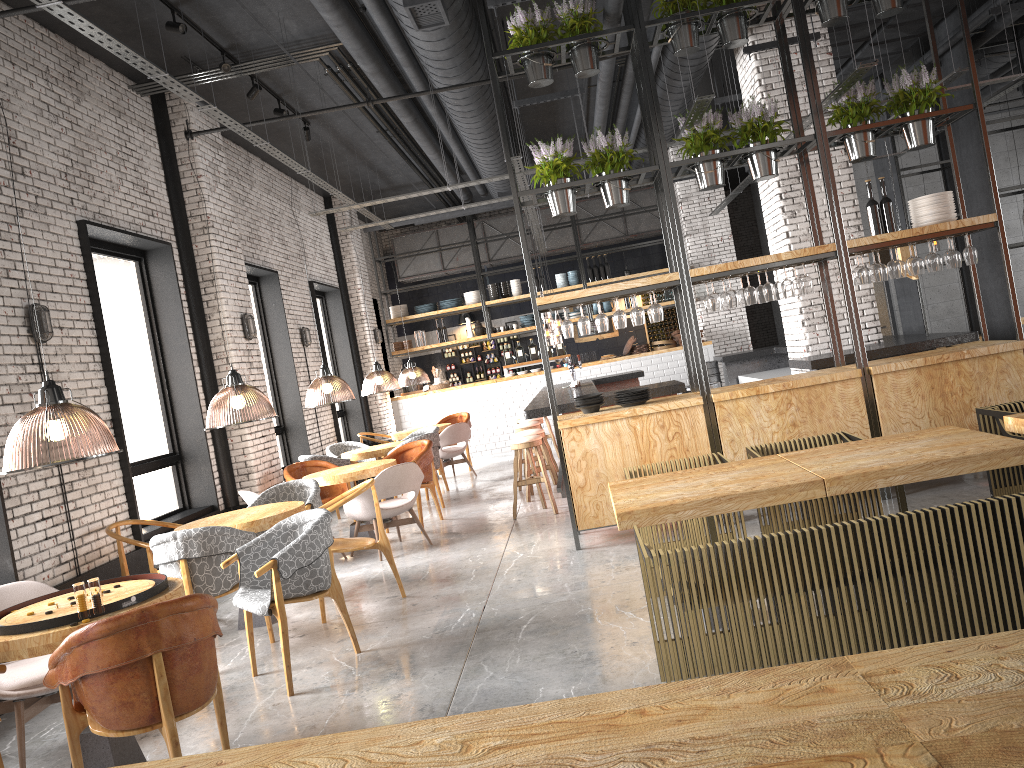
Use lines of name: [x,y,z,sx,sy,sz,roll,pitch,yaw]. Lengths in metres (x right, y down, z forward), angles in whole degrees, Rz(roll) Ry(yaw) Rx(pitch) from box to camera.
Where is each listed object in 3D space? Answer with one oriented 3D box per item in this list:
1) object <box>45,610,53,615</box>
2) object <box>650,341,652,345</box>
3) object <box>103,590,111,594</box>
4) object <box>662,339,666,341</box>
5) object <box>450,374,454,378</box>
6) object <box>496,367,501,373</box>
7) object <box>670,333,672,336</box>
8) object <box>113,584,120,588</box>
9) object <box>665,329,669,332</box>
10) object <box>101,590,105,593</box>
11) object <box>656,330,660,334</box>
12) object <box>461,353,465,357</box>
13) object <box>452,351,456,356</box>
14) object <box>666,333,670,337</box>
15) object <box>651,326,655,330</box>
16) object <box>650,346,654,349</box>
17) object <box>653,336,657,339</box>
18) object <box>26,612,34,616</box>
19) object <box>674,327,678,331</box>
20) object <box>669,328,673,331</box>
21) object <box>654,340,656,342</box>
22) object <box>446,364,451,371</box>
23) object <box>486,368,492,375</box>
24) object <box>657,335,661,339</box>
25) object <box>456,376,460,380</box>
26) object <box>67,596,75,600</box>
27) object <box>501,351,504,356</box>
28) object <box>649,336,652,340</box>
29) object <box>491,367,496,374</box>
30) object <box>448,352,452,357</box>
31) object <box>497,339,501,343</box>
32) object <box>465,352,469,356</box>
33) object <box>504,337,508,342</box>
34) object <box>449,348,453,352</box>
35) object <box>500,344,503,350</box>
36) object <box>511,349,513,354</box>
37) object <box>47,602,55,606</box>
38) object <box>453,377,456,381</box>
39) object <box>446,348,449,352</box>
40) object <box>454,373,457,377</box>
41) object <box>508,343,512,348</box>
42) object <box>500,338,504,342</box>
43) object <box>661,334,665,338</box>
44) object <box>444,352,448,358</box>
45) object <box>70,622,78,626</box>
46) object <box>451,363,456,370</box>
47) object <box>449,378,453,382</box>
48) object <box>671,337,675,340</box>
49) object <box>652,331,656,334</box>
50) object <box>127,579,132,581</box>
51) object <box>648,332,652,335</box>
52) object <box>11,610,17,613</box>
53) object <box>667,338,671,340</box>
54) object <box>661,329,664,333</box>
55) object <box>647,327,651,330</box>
object: [-2.066,1.020,3.956,0.032,0.010,0.032,-11,2,-35]
object: [3.037,-0.892,19.288,0.079,0.079,0.281,-10,1,4]
object: [-1.926,0.988,4.217,0.032,0.010,0.032,-11,2,-35]
object: [3.314,-0.941,19.248,0.079,0.079,0.281,-10,1,4]
object: [-1.331,-0.188,19.705,0.070,0.083,0.071,-10,1,29]
object: [-0.304,-0.315,19.650,0.100,0.139,0.088,-10,1,5]
object: [3.483,-1.078,19.253,0.079,0.079,0.281,-10,1,4]
object: [-1.923,0.985,4.316,0.032,0.010,0.032,-11,2,-35]
object: [3.371,-1.165,19.259,0.079,0.079,0.281,-10,1,4]
object: [-1.960,0.994,4.232,0.032,0.010,0.032,-11,2,-35]
object: [3.186,-1.132,19.273,0.079,0.079,0.281,-10,1,4]
object: [-1.092,-0.650,19.676,0.070,0.083,0.071,-10,1,29]
object: [-1.297,-0.672,19.692,0.076,0.111,0.076,-10,1,-1]
object: [3.389,-1.061,19.251,0.079,0.079,0.281,-10,1,4]
object: [3.074,-1.219,19.280,0.079,0.079,0.284,-10,1,4]
object: [3.057,-0.789,19.304,0.079,0.079,0.281,-10,1,4]
object: [3.110,-1.011,19.257,0.079,0.079,0.281,-10,1,4]
object: [-2.177,1.038,4.007,0.032,0.010,0.032,-11,2,-35]
object: [3.557,-1.198,19.246,0.079,0.079,0.281,-10,1,4]
object: [3.465,-1.182,19.268,0.079,0.079,0.281,-10,1,4]
object: [3.131,-0.909,19.301,0.079,0.079,0.281,-10,1,4]
object: [-1.412,-0.368,19.727,0.100,0.139,0.088,-10,1,5]
object: [-0.512,-0.278,19.665,0.100,0.139,0.088,-10,1,5]
object: [3.205,-1.029,19.289,0.079,0.079,0.281,-10,1,4]
object: [-1.203,-0.126,19.692,0.070,0.083,0.071,-10,1,29]
object: [-2.098,1.019,4.218,0.032,0.010,0.032,-11,2,-35]
object: [-0.205,-0.675,19.634,0.081,0.113,0.071,-10,1,3]
object: [3.018,-0.995,19.278,0.079,0.079,0.281,-10,1,4]
object: [-0.405,-0.297,19.657,0.100,0.139,0.088,-10,1,5]
object: [-1.379,-0.658,19.696,0.076,0.111,0.076,-10,1,24]
object: [-0.293,-0.966,19.615,0.076,0.111,0.076,-10,1,14]
object: [-1.000,-0.666,19.669,0.071,0.083,0.071,-10,1,-6]
object: [-0.131,-0.995,19.604,0.076,0.111,0.076,-10,1,-1]
object: [-1.360,-0.759,19.692,0.070,0.083,0.071,-10,1,29]
object: [-0.232,-0.817,19.613,0.076,0.111,0.076,-10,1,29]
object: [-0.027,-0.707,19.621,0.081,0.113,0.071,-10,1,3]
object: [-2.163,1.032,4.161,0.032,0.010,0.032,-11,2,-35]
object: [-1.283,-0.112,19.699,0.071,0.083,0.071,-10,1,-6]
object: [-1.441,-0.745,19.699,0.071,0.083,0.071,-10,1,-6]
object: [-1.256,-0.201,19.694,0.070,0.083,0.071,-9,1,44]
object: [-0.056,-0.849,19.601,0.076,0.111,0.076,-11,1,-31]
object: [-0.212,-0.980,19.608,0.076,0.111,0.076,-10,1,24]
object: [3.295,-1.044,19.243,0.079,0.079,0.281,-10,1,4]
object: [-1.460,-0.643,19.702,0.076,0.111,0.076,-10,1,14]
object: [-1.841,1.009,3.726,0.032,0.010,0.032,-11,2,-35]
object: [-1.306,-0.387,19.719,0.100,0.139,0.088,-10,1,5]
object: [-1.361,-0.098,19.705,0.070,0.083,0.071,-10,1,14]
object: [3.502,-0.975,19.269,0.079,0.079,0.281,-10,1,4]
object: [3.091,-1.115,19.261,0.079,0.079,0.281,-10,1,4]
object: [-1.931,0.995,4.473,0.032,0.010,0.032,-11,2,-35]
object: [3.001,-1.100,19.302,0.079,0.079,0.281,-10,1,4]
object: [-2.352,1.078,4.192,0.032,0.010,0.032,-11,2,-35]
object: [3.409,-0.958,19.260,0.079,0.079,0.281,-10,1,4]
object: [3.280,-1.149,19.286,0.079,0.079,0.281,-10,1,4]
object: [2.980,-1.202,19.264,0.079,0.079,0.284,-10,1,4]
